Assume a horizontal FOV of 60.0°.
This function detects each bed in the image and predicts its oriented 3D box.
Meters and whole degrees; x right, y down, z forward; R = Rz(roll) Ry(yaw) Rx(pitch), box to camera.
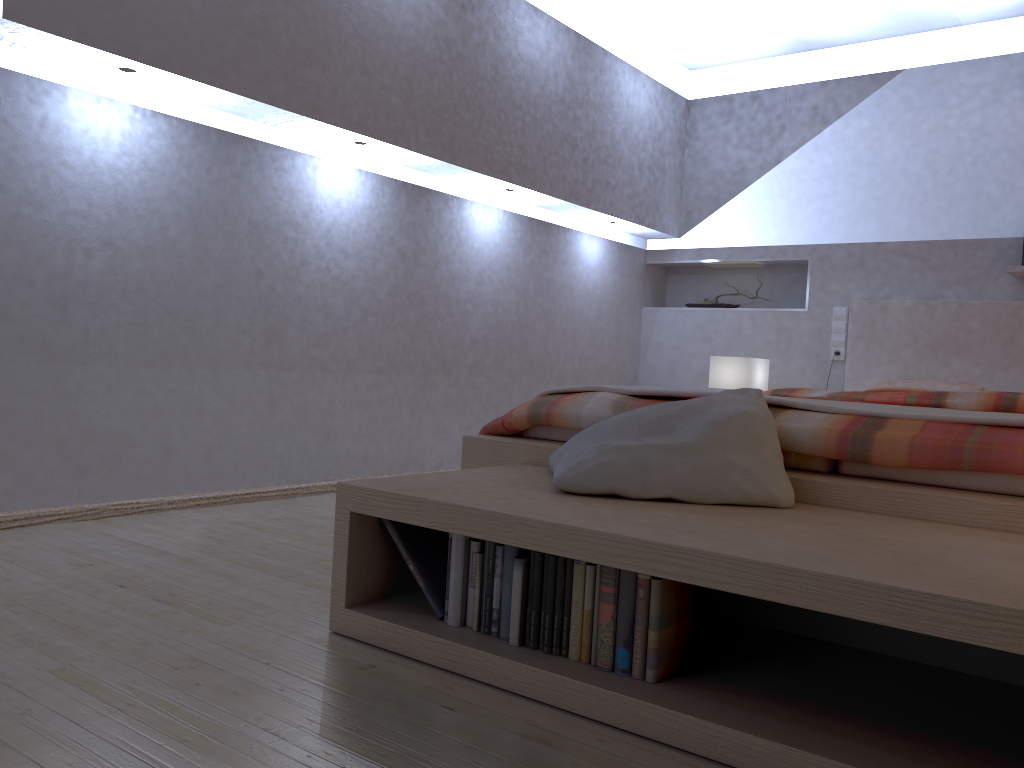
[{"bbox_3d":[1.545,0.084,3.052,2.087,0.994,3.009,4,2,37],"label":"bed"}]

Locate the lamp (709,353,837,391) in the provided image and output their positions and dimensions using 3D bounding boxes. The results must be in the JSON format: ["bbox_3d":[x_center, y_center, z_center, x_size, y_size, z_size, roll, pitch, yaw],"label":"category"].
[{"bbox_3d":[1.359,0.069,4.780,0.684,0.515,0.318,3,2,-24],"label":"lamp"}]

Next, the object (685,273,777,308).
[{"bbox_3d":[1.322,-0.566,5.324,0.589,0.242,0.183,4,2,35],"label":"object"}]

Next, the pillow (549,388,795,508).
[{"bbox_3d":[0.337,0.120,1.987,0.498,0.241,0.470,3,1,2],"label":"pillow"}]

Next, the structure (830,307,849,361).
[{"bbox_3d":[1.769,-0.272,4.790,0.077,0.286,0.034,4,2,37],"label":"structure"}]

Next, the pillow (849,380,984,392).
[{"bbox_3d":[1.933,0.068,4.293,0.572,0.180,0.492,4,2,37],"label":"pillow"}]

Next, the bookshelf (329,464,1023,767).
[{"bbox_3d":[0.426,0.399,1.603,1.495,0.303,0.643,4,2,37],"label":"bookshelf"}]

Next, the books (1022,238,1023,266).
[{"bbox_3d":[2.501,-0.667,4.107,0.209,0.260,0.215,4,2,37],"label":"books"}]

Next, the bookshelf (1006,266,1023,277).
[{"bbox_3d":[2.730,-0.505,3.936,0.916,0.028,0.223,4,2,37],"label":"bookshelf"}]

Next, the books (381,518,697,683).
[{"bbox_3d":[0.014,0.375,1.688,0.652,0.193,0.157,4,2,37],"label":"books"}]
